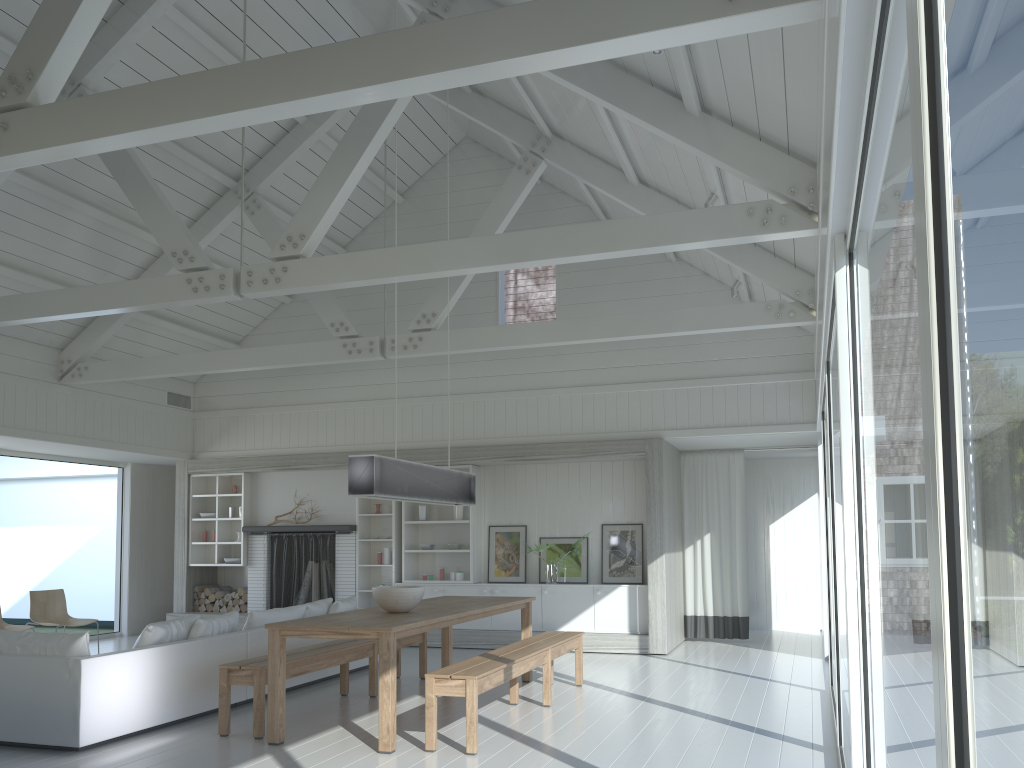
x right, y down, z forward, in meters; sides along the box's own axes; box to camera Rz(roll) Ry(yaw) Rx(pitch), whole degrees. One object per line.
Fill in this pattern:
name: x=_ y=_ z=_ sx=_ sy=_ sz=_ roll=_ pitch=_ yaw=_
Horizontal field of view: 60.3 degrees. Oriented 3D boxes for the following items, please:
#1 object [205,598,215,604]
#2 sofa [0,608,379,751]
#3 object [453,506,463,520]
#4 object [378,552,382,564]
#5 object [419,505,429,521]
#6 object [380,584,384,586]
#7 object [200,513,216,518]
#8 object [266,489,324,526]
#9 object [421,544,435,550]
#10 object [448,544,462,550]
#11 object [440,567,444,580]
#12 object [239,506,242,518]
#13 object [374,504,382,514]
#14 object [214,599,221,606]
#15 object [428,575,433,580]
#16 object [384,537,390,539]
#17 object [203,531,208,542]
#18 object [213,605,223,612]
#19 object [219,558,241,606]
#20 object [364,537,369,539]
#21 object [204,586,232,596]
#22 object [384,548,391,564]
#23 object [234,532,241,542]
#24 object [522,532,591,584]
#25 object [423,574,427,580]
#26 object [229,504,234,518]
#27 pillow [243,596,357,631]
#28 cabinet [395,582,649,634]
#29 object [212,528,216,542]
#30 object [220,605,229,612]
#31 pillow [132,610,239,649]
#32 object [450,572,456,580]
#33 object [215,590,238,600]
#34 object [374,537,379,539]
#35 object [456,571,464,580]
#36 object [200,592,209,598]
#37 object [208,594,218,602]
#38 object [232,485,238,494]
object: x=-4.033 y=2.972 z=12.115 sx=0.080 sy=0.079 sz=0.482 roll=-3 pitch=-10 yaw=17
sofa: x=-3.593 y=2.329 z=7.829 sx=3.482 sy=0.731 sz=4.173 roll=-4 pitch=-10 yaw=18
object: x=-0.666 y=1.600 z=10.956 sx=0.103 sy=0.195 sz=0.103 roll=2 pitch=-6 yaw=-26
object: x=-1.689 y=2.207 z=11.272 sx=0.054 sy=0.195 sz=0.055 roll=-2 pitch=-5 yaw=18
object: x=-1.110 y=1.631 z=11.106 sx=0.103 sy=0.195 sz=0.103 roll=-2 pitch=-6 yaw=19
object: x=-1.657 y=2.585 z=11.239 sx=0.054 sy=0.070 sz=0.055 roll=-2 pitch=-7 yaw=18
object: x=-4.106 y=1.801 z=12.032 sx=0.242 sy=0.072 sz=0.245 roll=-1 pitch=-10 yaw=4
object: x=-2.795 y=1.602 z=11.433 sx=0.782 sy=0.498 sz=0.462 roll=1 pitch=-7 yaw=-12
object: x=-1.059 y=2.046 z=11.061 sx=0.141 sy=0.065 sz=0.142 roll=-3 pitch=-9 yaw=18
object: x=-0.721 y=2.050 z=11.097 sx=0.141 sy=0.065 sz=0.142 roll=-3 pitch=-9 yaw=18
object: x=-0.872 y=2.345 z=10.984 sx=0.054 sy=0.195 sz=0.055 roll=-2 pitch=-5 yaw=18
object: x=-3.637 y=1.705 z=11.862 sx=0.054 sy=0.195 sz=0.055 roll=-2 pitch=-5 yaw=19
object: x=-1.719 y=1.608 z=11.319 sx=0.137 sy=0.129 sz=0.138 roll=3 pitch=-8 yaw=-29
object: x=-3.891 y=2.974 z=12.060 sx=0.080 sy=0.079 sz=0.482 roll=-3 pitch=-10 yaw=17
object: x=-1.017 y=2.423 z=11.040 sx=0.058 sy=0.060 sz=0.058 roll=0 pitch=-7 yaw=-4
object: x=-1.602 y=1.976 z=11.297 sx=0.054 sy=0.025 sz=0.055 roll=-3 pitch=-9 yaw=18
object: x=-4.187 y=2.059 z=12.026 sx=0.054 sy=0.195 sz=0.055 roll=-2 pitch=-5 yaw=19
object: x=-3.896 y=3.048 z=12.079 sx=0.105 sy=0.114 sz=0.522 roll=-3 pitch=-10 yaw=17
object: x=-3.751 y=2.691 z=12.007 sx=0.341 sy=0.638 sz=0.618 roll=-1 pitch=-7 yaw=4
object: x=-1.861 y=1.974 z=11.270 sx=0.054 sy=0.025 sz=0.055 roll=-3 pitch=-9 yaw=18
object: x=-4.039 y=2.850 z=12.133 sx=0.110 sy=0.110 sz=0.499 roll=-3 pitch=-10 yaw=17
object: x=-1.588 y=2.193 z=11.236 sx=0.072 sy=0.209 sz=0.072 roll=-2 pitch=-5 yaw=18
object: x=-3.661 y=2.055 z=11.844 sx=0.137 sy=0.129 sz=0.138 roll=-1 pitch=-7 yaw=6
object: x=0.484 y=2.035 z=10.340 sx=0.972 sy=0.624 sz=0.627 roll=-3 pitch=-7 yaw=16
object: x=-1.091 y=2.418 z=11.037 sx=0.054 sy=0.070 sz=0.055 roll=0 pitch=-6 yaw=-3
object: x=-3.794 y=1.716 z=11.915 sx=0.054 sy=0.195 sz=0.055 roll=-2 pitch=-5 yaw=19
pillow: x=-1.926 y=2.274 z=8.246 sx=0.462 sy=0.473 sz=2.079 roll=-2 pitch=-10 yaw=11
cabinet: x=0.141 y=2.700 z=10.735 sx=3.186 sy=0.546 sz=0.659 roll=-4 pitch=-8 yaw=19
object: x=-4.043 y=2.049 z=11.978 sx=0.054 sy=0.195 sz=0.055 roll=-2 pitch=-5 yaw=19
object: x=-3.772 y=3.074 z=12.044 sx=0.134 sy=0.145 sz=0.553 roll=-3 pitch=-10 yaw=18
pillow: x=-2.495 y=2.000 z=6.685 sx=0.466 sy=0.473 sz=1.332 roll=-2 pitch=-9 yaw=10
object: x=-0.712 y=2.391 z=10.967 sx=0.090 sy=0.095 sz=0.092 roll=5 pitch=-9 yaw=-37
object: x=-3.875 y=2.882 z=12.074 sx=0.109 sy=0.108 sz=0.499 roll=-3 pitch=-10 yaw=17
object: x=-1.731 y=1.975 z=11.284 sx=0.054 sy=0.025 sz=0.055 roll=-3 pitch=-9 yaw=18
object: x=-0.644 y=2.366 z=10.873 sx=0.085 sy=0.110 sz=0.086 roll=4 pitch=-8 yaw=-36
object: x=-4.112 y=2.894 z=12.141 sx=0.080 sy=0.079 sz=0.482 roll=-3 pitch=-10 yaw=17
object: x=-3.972 y=2.923 z=12.105 sx=0.109 sy=0.108 sz=0.499 roll=-3 pitch=-10 yaw=17
object: x=-3.741 y=1.428 z=11.905 sx=0.059 sy=0.125 sz=0.233 roll=2 pitch=-9 yaw=-26
